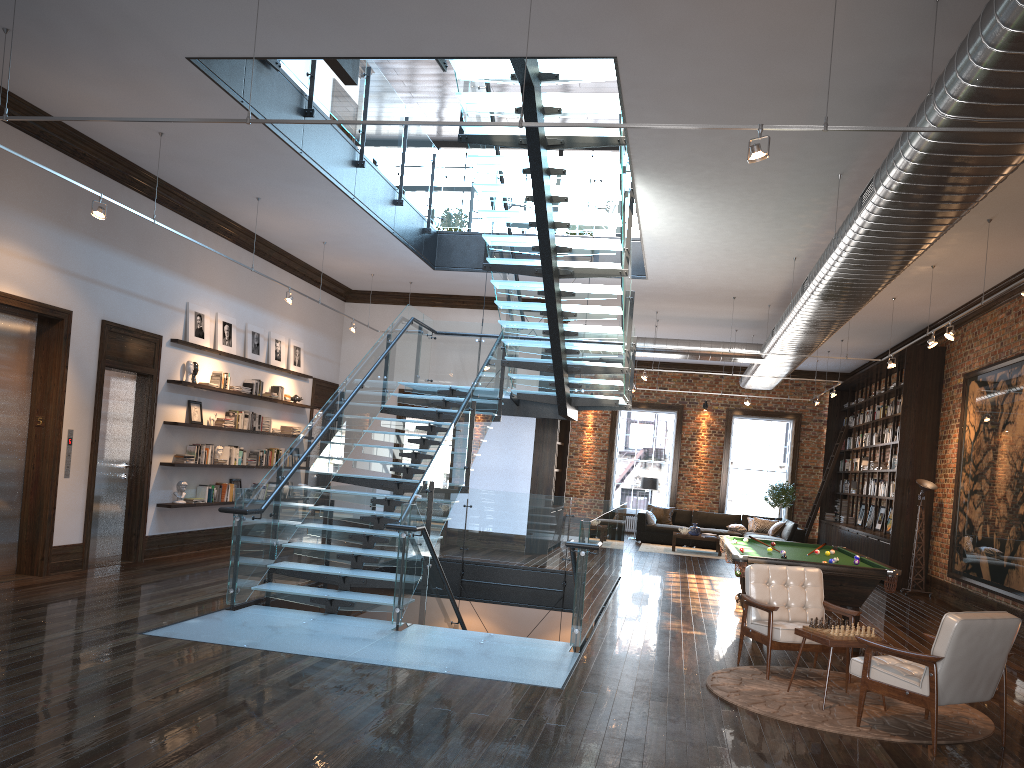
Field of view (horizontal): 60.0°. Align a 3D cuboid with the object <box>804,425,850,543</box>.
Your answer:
[{"bbox_3d":[7.242,2.463,20.686,0.896,3.072,0.496,5,0,11],"label":"object"}]

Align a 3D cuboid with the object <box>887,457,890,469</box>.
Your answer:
[{"bbox_3d":[6.992,1.442,16.398,0.069,0.288,0.117,5,-1,4],"label":"object"}]

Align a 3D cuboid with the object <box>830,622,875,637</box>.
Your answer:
[{"bbox_3d":[2.420,1.735,6.291,0.335,0.101,0.075,6,-2,-14],"label":"object"}]

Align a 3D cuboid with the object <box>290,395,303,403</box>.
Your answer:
[{"bbox_3d":[-3.459,0.234,14.086,0.282,0.135,0.124,7,-3,-22],"label":"object"}]

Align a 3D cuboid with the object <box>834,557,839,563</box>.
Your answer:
[{"bbox_3d":[3.318,1.802,9.079,0.057,0.057,0.057,7,-3,-40],"label":"object"}]

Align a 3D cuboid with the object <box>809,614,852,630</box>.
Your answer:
[{"bbox_3d":[2.356,1.752,6.542,0.335,0.101,0.075,6,-2,-14],"label":"object"}]

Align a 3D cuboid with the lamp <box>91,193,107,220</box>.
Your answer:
[{"bbox_3d":[-3.582,-1.538,7.698,0.114,0.230,0.113,5,-1,-10],"label":"lamp"}]

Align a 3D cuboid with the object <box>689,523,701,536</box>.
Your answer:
[{"bbox_3d":[3.823,3.040,18.549,0.215,0.250,0.216,3,-3,44],"label":"object"}]

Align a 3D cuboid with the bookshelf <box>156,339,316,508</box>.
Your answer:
[{"bbox_3d":[-3.774,0.687,12.774,0.200,2.050,4.094,5,-4,11],"label":"bookshelf"}]

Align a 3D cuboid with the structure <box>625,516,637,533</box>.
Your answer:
[{"bbox_3d":[3.211,3.589,22.606,1.300,0.395,0.216,4,-1,10],"label":"structure"}]

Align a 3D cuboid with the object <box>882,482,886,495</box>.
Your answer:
[{"bbox_3d":[7.235,2.032,17.088,0.166,0.282,0.015,5,0,11],"label":"object"}]

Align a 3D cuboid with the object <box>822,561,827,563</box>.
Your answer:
[{"bbox_3d":[2.987,1.720,8.473,0.057,0.057,0.057,3,-3,29],"label":"object"}]

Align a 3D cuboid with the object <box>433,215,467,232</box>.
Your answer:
[{"bbox_3d":[-1.284,-2.839,18.791,0.815,1.862,0.799,5,-1,-31],"label":"object"}]

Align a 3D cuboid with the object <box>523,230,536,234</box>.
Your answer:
[{"bbox_3d":[0.077,-2.574,14.356,0.541,0.768,0.519,5,-2,-19],"label":"object"}]

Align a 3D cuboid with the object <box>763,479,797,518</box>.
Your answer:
[{"bbox_3d":[6.474,3.252,21.623,0.810,1.862,0.803,4,-1,19],"label":"object"}]

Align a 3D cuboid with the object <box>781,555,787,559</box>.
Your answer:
[{"bbox_3d":[2.709,1.729,8.832,0.057,0.057,0.057,4,-3,15],"label":"object"}]

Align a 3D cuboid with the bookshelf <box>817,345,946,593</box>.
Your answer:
[{"bbox_3d":[7.244,1.751,18.045,0.599,3.990,7.441,5,-4,11],"label":"bookshelf"}]

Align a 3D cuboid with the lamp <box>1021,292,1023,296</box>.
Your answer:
[{"bbox_3d":[4.548,-0.847,7.811,0.114,0.230,0.113,5,-1,-15],"label":"lamp"}]

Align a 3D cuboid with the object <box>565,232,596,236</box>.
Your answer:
[{"bbox_3d":[1.374,-2.663,18.263,0.803,1.862,0.810,6,-1,-36],"label":"object"}]

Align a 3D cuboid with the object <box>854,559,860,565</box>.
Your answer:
[{"bbox_3d":[3.507,1.814,9.027,0.057,0.057,0.057,3,-3,33],"label":"object"}]

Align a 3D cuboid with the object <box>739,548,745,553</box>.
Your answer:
[{"bbox_3d":[2.408,1.745,9.291,0.057,0.057,0.057,6,-3,-32],"label":"object"}]

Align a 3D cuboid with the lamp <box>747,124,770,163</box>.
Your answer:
[{"bbox_3d":[1.404,-1.358,5.040,0.113,0.230,0.114,5,-1,0],"label":"lamp"}]

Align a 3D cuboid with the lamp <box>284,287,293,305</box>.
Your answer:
[{"bbox_3d":[-2.885,-1.142,11.460,0.114,0.230,0.113,6,-1,-35],"label":"lamp"}]

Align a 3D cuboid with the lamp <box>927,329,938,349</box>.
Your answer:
[{"bbox_3d":[5.084,-0.543,10.703,0.114,0.230,0.113,5,-1,-10],"label":"lamp"}]

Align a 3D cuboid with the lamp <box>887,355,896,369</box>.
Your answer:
[{"bbox_3d":[5.457,-0.330,12.734,0.113,0.230,0.114,4,-1,25],"label":"lamp"}]

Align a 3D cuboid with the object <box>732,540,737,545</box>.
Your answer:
[{"bbox_3d":[2.634,1.871,10.488,0.057,0.057,0.057,4,-3,9],"label":"object"}]

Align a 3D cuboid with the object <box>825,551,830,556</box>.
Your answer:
[{"bbox_3d":[3.520,1.892,9.890,0.057,0.057,0.057,4,-3,11],"label":"object"}]

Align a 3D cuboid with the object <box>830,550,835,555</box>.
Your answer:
[{"bbox_3d":[3.681,1.932,10.189,0.057,0.057,0.057,7,-3,-34],"label":"object"}]

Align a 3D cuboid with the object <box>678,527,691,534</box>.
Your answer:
[{"bbox_3d":[3.596,3.055,18.422,0.219,0.159,0.219,7,-4,-37],"label":"object"}]

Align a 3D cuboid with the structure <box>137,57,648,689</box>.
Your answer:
[{"bbox_3d":[-0.459,0.613,9.895,3.572,14.474,7.066,5,-1,11],"label":"structure"}]

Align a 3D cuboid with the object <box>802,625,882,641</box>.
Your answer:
[{"bbox_3d":[2.383,1.805,6.416,0.389,0.028,0.389,6,-5,-14],"label":"object"}]

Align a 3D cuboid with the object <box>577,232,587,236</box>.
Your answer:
[{"bbox_3d":[1.357,-2.489,14.112,0.539,0.768,0.522,4,-2,21],"label":"object"}]

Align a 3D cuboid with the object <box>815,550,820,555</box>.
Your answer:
[{"bbox_3d":[3.431,1.891,9.966,0.057,0.057,0.057,6,-3,-24],"label":"object"}]

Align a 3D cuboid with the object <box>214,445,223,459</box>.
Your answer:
[{"bbox_3d":[-3.965,0.916,11.978,0.147,0.187,0.128,4,-2,26],"label":"object"}]

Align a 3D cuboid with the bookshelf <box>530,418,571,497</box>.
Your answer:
[{"bbox_3d":[0.728,1.296,16.323,0.400,3.511,1.788,5,-1,11],"label":"bookshelf"}]

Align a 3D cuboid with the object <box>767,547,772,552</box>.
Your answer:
[{"bbox_3d":[2.829,1.820,9.736,0.057,0.057,0.057,7,-4,-42],"label":"object"}]

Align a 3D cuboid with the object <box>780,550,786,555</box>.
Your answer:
[{"bbox_3d":[2.882,1.797,9.426,0.057,0.057,0.057,6,-3,-19],"label":"object"}]

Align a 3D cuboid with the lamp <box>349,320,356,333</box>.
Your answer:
[{"bbox_3d":[-2.467,-0.904,13.725,0.114,0.230,0.113,6,-1,-33],"label":"lamp"}]

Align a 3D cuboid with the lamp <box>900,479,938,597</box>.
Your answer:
[{"bbox_3d":[6.391,2.395,13.820,0.424,1.825,0.507,5,-1,16],"label":"lamp"}]

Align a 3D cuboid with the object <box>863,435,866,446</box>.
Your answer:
[{"bbox_3d":[7.500,1.214,18.839,0.075,0.254,0.087,5,-1,1],"label":"object"}]

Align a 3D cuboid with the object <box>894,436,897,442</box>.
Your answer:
[{"bbox_3d":[7.148,1.024,16.396,0.096,0.136,0.236,5,-4,-5],"label":"object"}]

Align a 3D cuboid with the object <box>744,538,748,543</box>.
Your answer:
[{"bbox_3d":[2.906,1.941,11.016,0.057,0.057,0.057,4,-3,12],"label":"object"}]

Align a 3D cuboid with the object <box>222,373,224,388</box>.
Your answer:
[{"bbox_3d":[-3.914,-0.044,11.809,0.154,0.206,0.010,4,0,11],"label":"object"}]

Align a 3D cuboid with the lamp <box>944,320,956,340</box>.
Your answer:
[{"bbox_3d":[4.965,-0.612,10.048,0.113,0.230,0.114,4,-2,40],"label":"lamp"}]

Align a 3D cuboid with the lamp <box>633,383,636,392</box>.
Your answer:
[{"bbox_3d":[2.746,0.098,20.048,0.114,0.230,0.113,6,-2,-38],"label":"lamp"}]

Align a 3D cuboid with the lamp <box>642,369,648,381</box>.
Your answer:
[{"bbox_3d":[2.556,-0.182,17.096,0.113,0.230,0.114,4,-1,31],"label":"lamp"}]

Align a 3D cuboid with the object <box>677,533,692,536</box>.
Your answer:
[{"bbox_3d":[3.579,3.124,18.413,0.266,0.018,0.202,1,-6,34],"label":"object"}]

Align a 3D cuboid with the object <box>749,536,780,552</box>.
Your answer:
[{"bbox_3d":[2.993,1.895,10.507,0.028,0.072,1.612,5,-5,3],"label":"object"}]

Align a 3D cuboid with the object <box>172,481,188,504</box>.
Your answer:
[{"bbox_3d":[-4.173,1.358,11.148,0.166,0.282,0.171,5,-2,-21],"label":"object"}]

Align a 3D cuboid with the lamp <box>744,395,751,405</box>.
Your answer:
[{"bbox_3d":[5.477,0.378,20.619,0.114,0.230,0.114,5,-1,-20],"label":"lamp"}]

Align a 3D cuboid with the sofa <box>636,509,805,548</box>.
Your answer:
[{"bbox_3d":[4.411,3.205,19.053,3.496,0.802,3.465,4,-5,11],"label":"sofa"}]

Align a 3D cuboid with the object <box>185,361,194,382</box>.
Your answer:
[{"bbox_3d":[-4.054,-0.151,11.134,0.098,0.288,0.098,5,-1,-37],"label":"object"}]

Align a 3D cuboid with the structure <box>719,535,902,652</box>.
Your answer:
[{"bbox_3d":[3.104,2.248,9.797,1.551,0.849,2.970,4,-5,11],"label":"structure"}]

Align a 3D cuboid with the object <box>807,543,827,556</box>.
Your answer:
[{"bbox_3d":[3.577,1.934,10.398,0.028,0.072,1.614,4,-5,27],"label":"object"}]

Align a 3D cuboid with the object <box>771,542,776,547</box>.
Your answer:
[{"bbox_3d":[3.149,1.933,10.694,0.057,0.057,0.057,6,-3,-31],"label":"object"}]

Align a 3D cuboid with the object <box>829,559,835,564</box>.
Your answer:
[{"bbox_3d":[3.187,1.770,8.838,0.057,0.057,0.057,4,-3,16],"label":"object"}]

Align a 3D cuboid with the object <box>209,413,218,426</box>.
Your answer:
[{"bbox_3d":[-3.979,0.471,11.824,0.122,0.187,0.059,6,-2,-44],"label":"object"}]
